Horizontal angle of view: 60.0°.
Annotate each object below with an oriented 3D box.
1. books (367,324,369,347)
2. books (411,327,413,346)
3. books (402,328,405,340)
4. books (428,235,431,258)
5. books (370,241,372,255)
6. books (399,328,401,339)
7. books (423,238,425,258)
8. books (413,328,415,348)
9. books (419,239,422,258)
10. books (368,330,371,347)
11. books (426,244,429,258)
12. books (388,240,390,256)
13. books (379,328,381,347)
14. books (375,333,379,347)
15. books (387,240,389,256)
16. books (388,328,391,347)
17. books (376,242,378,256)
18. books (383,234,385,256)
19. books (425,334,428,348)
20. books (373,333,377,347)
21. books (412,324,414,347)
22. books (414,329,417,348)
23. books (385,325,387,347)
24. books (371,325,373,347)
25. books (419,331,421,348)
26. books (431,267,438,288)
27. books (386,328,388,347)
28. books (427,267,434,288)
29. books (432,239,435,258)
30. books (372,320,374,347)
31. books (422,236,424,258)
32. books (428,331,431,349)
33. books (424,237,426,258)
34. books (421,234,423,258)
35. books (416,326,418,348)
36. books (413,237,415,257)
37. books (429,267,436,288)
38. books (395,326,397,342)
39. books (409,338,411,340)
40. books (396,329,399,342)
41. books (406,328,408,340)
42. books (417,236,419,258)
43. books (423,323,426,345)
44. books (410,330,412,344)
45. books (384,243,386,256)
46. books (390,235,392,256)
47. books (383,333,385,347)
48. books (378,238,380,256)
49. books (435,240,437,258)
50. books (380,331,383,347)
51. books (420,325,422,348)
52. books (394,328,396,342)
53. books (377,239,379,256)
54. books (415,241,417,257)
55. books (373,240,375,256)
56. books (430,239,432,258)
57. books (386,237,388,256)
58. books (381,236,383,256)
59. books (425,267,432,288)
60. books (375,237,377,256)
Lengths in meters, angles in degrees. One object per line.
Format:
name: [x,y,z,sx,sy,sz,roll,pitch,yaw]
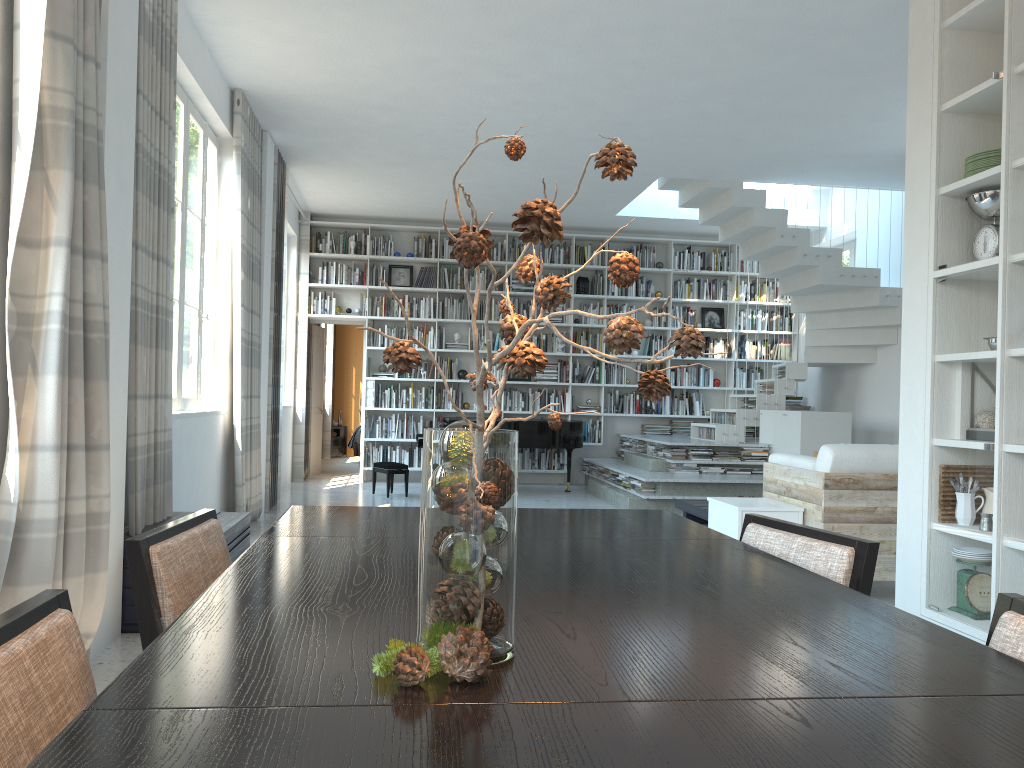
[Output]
books: [-1.766,-0.589,10.906,0.012,0.285,0.159,2,0,-7]
books: [-1.235,-0.568,10.962,0.012,0.272,0.145,2,0,-7]
books: [-1.347,-0.563,10.963,0.048,0.256,0.141,2,0,-7]
books: [-1.024,-1.677,10.979,0.025,0.297,0.163,2,0,-7]
books: [-1.731,-1.650,10.904,0.017,0.204,0.142,2,-1,-7]
books: [-1.380,-0.557,10.941,0.023,0.242,0.184,2,-1,-7]
books: [-1.092,-1.662,10.975,0.010,0.263,0.156,2,0,-7]
books: [-1.215,-0.557,10.975,0.011,0.251,0.139,2,0,-7]
books: [-1.138,-1.656,10.970,0.028,0.249,0.155,2,-1,-7]
books: [-1.747,-0.551,10.899,0.026,0.209,0.155,2,-1,-7]
books: [-1.052,-1.624,10.986,0.027,0.190,0.177,2,-1,-7]
books: [-1.511,-1.649,10.919,0.021,0.214,0.173,2,-1,-7]
books: [-1.623,-0.561,10.903,0.022,0.235,0.177,2,-1,-7]
books: [-1.658,-0.548,10.915,0.042,0.209,0.143,2,-1,-7]
books: [-1.529,-1.653,10.923,0.013,0.219,0.181,2,-1,-7]
books: [-1.509,-0.561,10.945,0.049,0.243,0.139,2,0,-7]
books: [-1.664,-1.643,10.924,0.017,0.194,0.129,2,-1,-7]
books: [-1.579,-1.684,10.903,0.015,0.279,0.190,2,-1,-7]
books: [-1.058,-0.518,10.988,0.030,0.183,0.152,2,-1,-7]
books: [-1.680,-0.536,10.894,0.037,0.182,0.189,2,-1,-7]
books: [-1.226,-0.583,10.979,0.011,0.304,0.130,2,0,-7]
books: [-1.197,-0.551,10.987,0.028,0.242,0.131,2,0,-7]
books: [-1.553,-0.581,10.924,0.023,0.281,0.174,2,-1,-7]
books: [-1.721,-0.579,10.886,0.027,0.266,0.176,2,-1,-7]
books: [-1.146,-0.539,10.983,0.021,0.220,0.148,2,-1,-7]
books: [-0.969,-1.302,10.996,0.078,0.285,0.174,2,-1,-7]
books: [-1.536,-0.563,10.918,0.011,0.246,0.176,2,-1,-7]
books: [-1.016,-1.303,11.009,0.078,0.285,0.174,2,-1,-7]
books: [-0.976,-1.654,10.995,0.031,0.254,0.178,2,-1,-7]
books: [-1.701,-0.612,10.885,0.012,0.334,0.184,2,0,-7]
books: [-1.104,-1.672,10.986,0.013,0.283,0.166,2,0,-7]
books: [-1.027,-0.537,10.992,0.031,0.223,0.144,2,-1,-7]
books: [-1.081,-1.667,10.977,0.011,0.274,0.183,2,-1,-7]
books: [-1.119,-1.691,10.999,0.014,0.321,0.136,2,0,-7]
books: [-1.172,-0.568,10.961,0.015,0.275,0.157,2,0,-7]
books: [-1.211,-1.672,10.980,0.013,0.278,0.151,2,0,-7]
books: [-0.993,-1.303,11.007,0.078,0.285,0.174,2,-1,-7]
books: [-1.431,-0.573,10.943,0.011,0.271,0.157,2,0,-7]
books: [-1.261,-0.547,10.952,0.013,0.229,0.177,2,-1,-7]
books: [-1.412,-0.556,10.929,0.024,0.237,0.167,2,-1,-7]
books: [-1.300,-0.562,10.961,0.021,0.256,0.156,2,-1,-7]
books: [-1.163,-1.672,10.968,0.024,0.279,0.188,2,-1,-7]
books: [-1.088,-0.590,10.981,0.035,0.325,0.170,2,0,-7]
books: [-1.249,-0.546,10.965,0.013,0.227,0.151,2,-1,-7]
books: [-1.562,-1.635,10.923,0.026,0.182,0.161,2,-1,-7]
books: [-1.490,-1.688,10.954,0.015,0.293,0.130,2,0,-7]
books: [-1.579,-0.535,10.943,0.021,0.187,0.129,2,-1,-7]
books: [-1.633,-1.667,10.916,0.016,0.243,0.156,2,-1,-7]
books: [-0.942,-1.652,11.014,0.039,0.252,0.146,2,0,-7]
books: [-1.598,-0.544,10.896,0.028,0.203,0.188,2,-1,-7]
books: [-1.128,-0.575,10.990,0.015,0.293,0.144,2,0,-7]
books: [-1.445,-0.562,10.923,0.021,0.247,0.189,2,-1,-7]
books: [-1.647,-1.659,10.910,0.013,0.225,0.177,2,-1,-7]
books: [-1.191,-1.642,10.970,0.028,0.218,0.153,2,-1,-7]
books: [-1.700,-1.653,10.913,0.032,0.210,0.158,2,-1,-7]
books: [-1.004,-1.658,11.005,0.022,0.260,0.152,2,0,-7]
books: [-1.542,-1.669,10.931,0.013,0.253,0.129,2,0,-7]
books: [-1.603,-1.675,10.916,0.016,0.261,0.154,2,0,-7]
books: [-1.038,-1.304,11.002,0.078,0.285,0.174,2,-1,-7]
books: [-1.676,-1.672,10.909,0.012,0.249,0.180,2,-1,-7]
